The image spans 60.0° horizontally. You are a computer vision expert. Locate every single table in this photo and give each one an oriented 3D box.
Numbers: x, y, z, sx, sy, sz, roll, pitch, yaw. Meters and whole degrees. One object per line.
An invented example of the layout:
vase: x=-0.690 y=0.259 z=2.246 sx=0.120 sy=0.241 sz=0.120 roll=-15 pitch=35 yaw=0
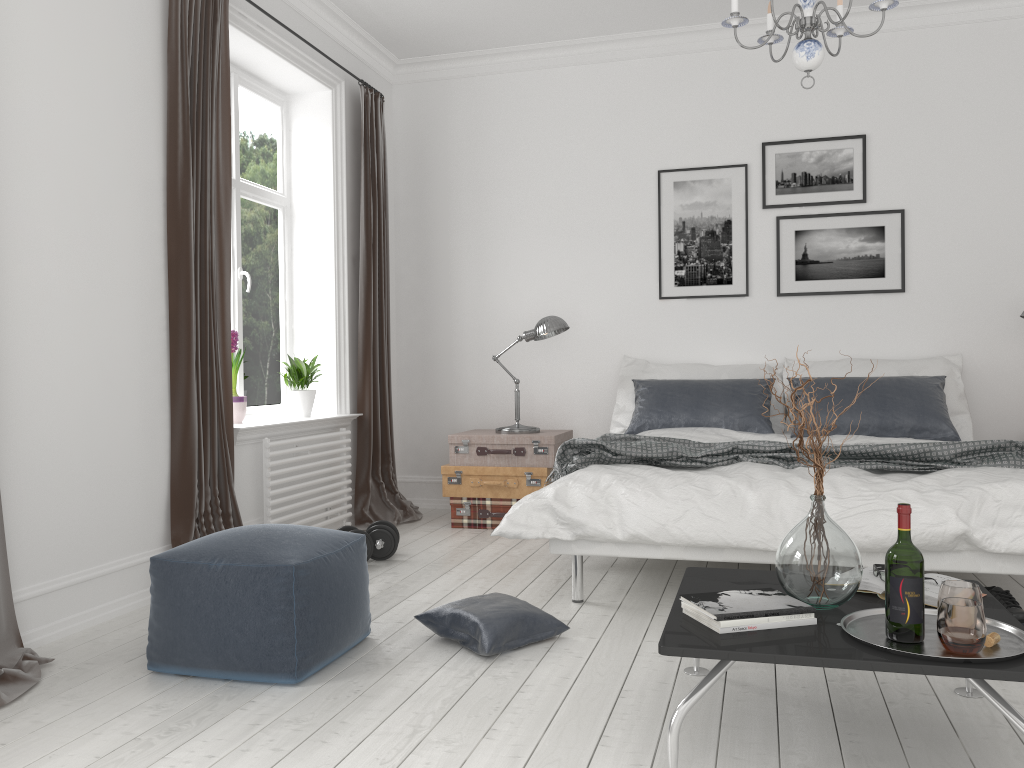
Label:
table: x=0.825 y=0.725 z=2.245 sx=0.833 sy=0.313 sz=0.824 roll=0 pitch=1 yaw=16

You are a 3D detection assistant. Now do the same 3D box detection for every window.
window: x=-1.481 y=-0.757 z=4.831 sx=0.120 sy=1.956 sz=1.112 roll=0 pitch=1 yaw=16

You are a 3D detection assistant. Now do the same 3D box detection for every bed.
bed: x=1.301 y=0.385 z=4.227 sx=2.217 sy=0.926 sz=2.473 roll=0 pitch=1 yaw=16

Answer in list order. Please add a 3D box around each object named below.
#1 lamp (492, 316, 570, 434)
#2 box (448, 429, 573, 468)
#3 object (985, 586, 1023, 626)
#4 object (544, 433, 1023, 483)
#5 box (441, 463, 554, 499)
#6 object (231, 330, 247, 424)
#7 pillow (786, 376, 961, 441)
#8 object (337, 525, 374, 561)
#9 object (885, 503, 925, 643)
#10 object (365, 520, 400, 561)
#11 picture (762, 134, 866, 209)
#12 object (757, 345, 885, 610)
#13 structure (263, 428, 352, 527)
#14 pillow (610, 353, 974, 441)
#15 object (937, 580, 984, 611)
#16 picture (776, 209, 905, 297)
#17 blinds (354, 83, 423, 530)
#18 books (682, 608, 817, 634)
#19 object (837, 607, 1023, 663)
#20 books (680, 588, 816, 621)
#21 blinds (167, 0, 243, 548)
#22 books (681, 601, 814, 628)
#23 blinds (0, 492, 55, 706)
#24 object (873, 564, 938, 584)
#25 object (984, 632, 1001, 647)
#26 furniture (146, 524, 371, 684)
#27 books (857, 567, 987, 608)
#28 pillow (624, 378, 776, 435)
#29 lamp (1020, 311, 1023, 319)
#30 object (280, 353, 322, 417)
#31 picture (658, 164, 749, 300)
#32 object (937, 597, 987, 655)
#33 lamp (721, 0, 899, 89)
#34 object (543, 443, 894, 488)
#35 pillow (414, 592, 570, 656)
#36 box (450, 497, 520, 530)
lamp: x=0.113 y=-0.056 z=5.344 sx=0.488 sy=0.699 sz=0.269 roll=0 pitch=1 yaw=16
box: x=-0.001 y=0.387 z=5.385 sx=0.647 sy=0.185 sz=0.537 roll=0 pitch=1 yaw=16
object: x=1.666 y=0.794 z=3.173 sx=0.322 sy=0.127 sz=0.300 roll=0 pitch=1 yaw=16
object: x=1.136 y=0.407 z=3.604 sx=2.154 sy=0.377 sz=0.536 roll=0 pitch=1 yaw=18
box: x=-0.043 y=0.570 z=5.400 sx=0.647 sy=0.185 sz=0.537 roll=0 pitch=1 yaw=16
object: x=-1.413 y=-0.037 z=4.495 sx=0.129 sy=0.476 sz=0.129 roll=-1 pitch=1 yaw=-24
pillow: x=1.929 y=0.128 z=4.796 sx=0.842 sy=0.339 sz=0.405 roll=0 pitch=1 yaw=16
object: x=-0.779 y=0.785 z=4.302 sx=0.179 sy=0.179 sz=0.326 roll=-1 pitch=1 yaw=-29
object: x=0.879 y=0.420 z=1.987 sx=0.081 sy=0.303 sz=0.081 roll=0 pitch=1 yaw=32
object: x=-0.655 y=0.782 z=4.437 sx=0.179 sy=0.179 sz=0.326 roll=-1 pitch=1 yaw=-4
picture: x=1.812 y=-1.272 z=5.332 sx=0.592 sy=0.403 sz=0.015 roll=0 pitch=1 yaw=16
object: x=0.744 y=0.236 z=2.254 sx=0.291 sy=0.666 sz=0.313 roll=-1 pitch=1 yaw=-22
structure: x=-1.105 y=0.591 z=4.752 sx=0.114 sy=0.670 sz=0.887 roll=0 pitch=1 yaw=16
pillow: x=1.570 y=0.076 z=5.123 sx=1.965 sy=0.529 sz=0.465 roll=0 pitch=1 yaw=15
object: x=1.037 y=0.515 z=2.053 sx=0.095 sy=0.106 sz=0.095 roll=0 pitch=1 yaw=27
picture: x=1.957 y=-0.778 z=5.300 sx=0.720 sy=0.486 sz=0.015 roll=0 pitch=1 yaw=16
blinds: x=-0.758 y=-0.494 z=5.517 sx=0.327 sy=2.680 sz=0.779 roll=-1 pitch=1 yaw=11
books: x=0.577 y=0.566 z=2.169 sx=0.259 sy=0.014 sz=0.191 roll=-1 pitch=1 yaw=-15
object: x=0.905 y=0.588 z=2.111 sx=0.395 sy=0.063 sz=0.622 roll=-1 pitch=1 yaw=-25
books: x=0.573 y=0.539 z=2.176 sx=0.257 sy=0.012 sz=0.207 roll=-1 pitch=1 yaw=-14
blinds: x=-1.259 y=-0.462 z=3.853 sx=0.294 sy=2.681 sz=0.582 roll=0 pitch=1 yaw=23
books: x=0.573 y=0.552 z=2.169 sx=0.254 sy=0.014 sz=0.191 roll=-1 pitch=1 yaw=-17
blinds: x=-1.599 y=-0.438 z=2.472 sx=0.318 sy=2.680 sz=0.769 roll=-1 pitch=1 yaw=11
object: x=1.058 y=0.514 z=2.399 sx=0.135 sy=0.030 sz=0.141 roll=-1 pitch=1 yaw=0
object: x=1.047 y=0.558 z=1.937 sx=0.046 sy=0.024 sz=0.024 roll=-2 pitch=1 yaw=-44
furniture: x=-0.817 y=0.682 z=2.929 sx=0.646 sy=0.423 sz=0.646 roll=0 pitch=1 yaw=17
books: x=1.061 y=0.544 z=2.403 sx=0.231 sy=0.040 sz=0.342 roll=-1 pitch=1 yaw=-43
pillow: x=1.071 y=0.135 z=5.048 sx=0.837 sy=0.329 sz=0.405 roll=0 pitch=1 yaw=16
lamp: x=2.893 y=-0.079 z=4.558 sx=0.488 sy=0.699 sz=0.269 roll=0 pitch=1 yaw=16
object: x=-1.209 y=0.003 z=5.075 sx=0.284 sy=0.369 sz=0.215 roll=-1 pitch=1 yaw=-6
picture: x=1.186 y=-0.940 z=5.514 sx=0.545 sy=0.810 sz=0.015 roll=0 pitch=1 yaw=16
object: x=0.962 y=0.519 z=1.898 sx=0.095 sy=0.106 sz=0.095 roll=0 pitch=1 yaw=27
lamp: x=1.037 y=-1.600 z=3.116 sx=0.594 sy=1.123 sz=0.528 roll=0 pitch=1 yaw=16
object: x=1.218 y=0.505 z=3.969 sx=2.236 sy=0.500 sz=0.521 roll=0 pitch=1 yaw=19
pillow: x=-0.071 y=0.813 z=3.071 sx=0.391 sy=0.121 sz=0.381 roll=-2 pitch=1 yaw=-44
box: x=0.009 y=0.754 z=5.393 sx=0.647 sy=0.185 sz=0.537 roll=0 pitch=1 yaw=16
